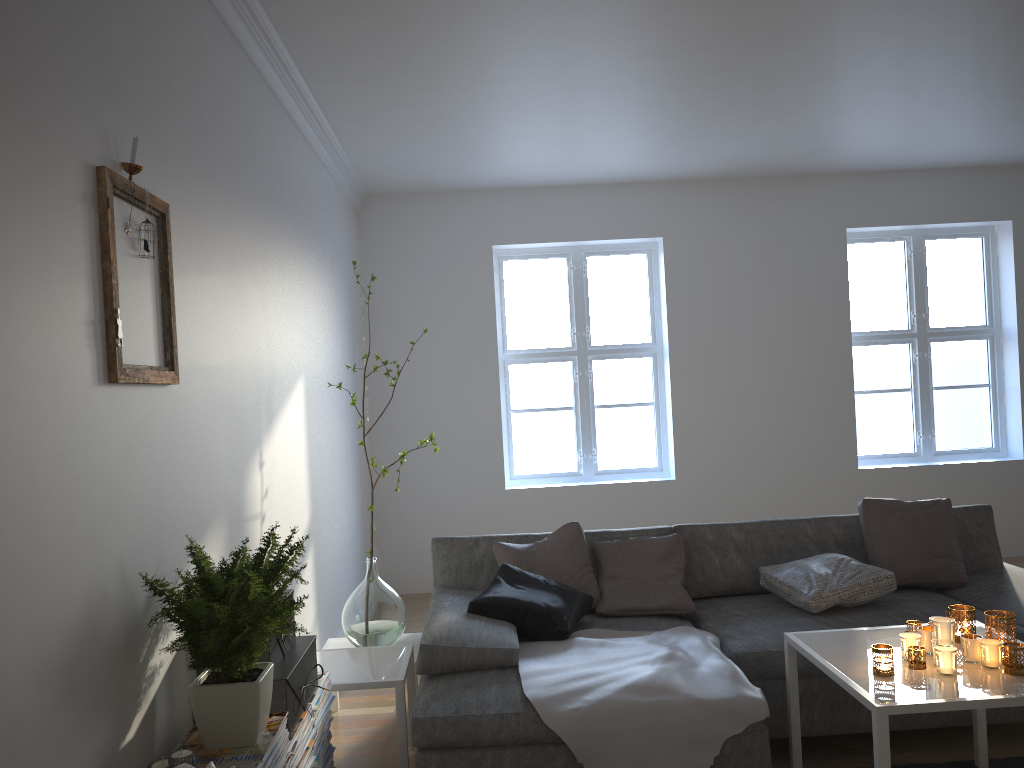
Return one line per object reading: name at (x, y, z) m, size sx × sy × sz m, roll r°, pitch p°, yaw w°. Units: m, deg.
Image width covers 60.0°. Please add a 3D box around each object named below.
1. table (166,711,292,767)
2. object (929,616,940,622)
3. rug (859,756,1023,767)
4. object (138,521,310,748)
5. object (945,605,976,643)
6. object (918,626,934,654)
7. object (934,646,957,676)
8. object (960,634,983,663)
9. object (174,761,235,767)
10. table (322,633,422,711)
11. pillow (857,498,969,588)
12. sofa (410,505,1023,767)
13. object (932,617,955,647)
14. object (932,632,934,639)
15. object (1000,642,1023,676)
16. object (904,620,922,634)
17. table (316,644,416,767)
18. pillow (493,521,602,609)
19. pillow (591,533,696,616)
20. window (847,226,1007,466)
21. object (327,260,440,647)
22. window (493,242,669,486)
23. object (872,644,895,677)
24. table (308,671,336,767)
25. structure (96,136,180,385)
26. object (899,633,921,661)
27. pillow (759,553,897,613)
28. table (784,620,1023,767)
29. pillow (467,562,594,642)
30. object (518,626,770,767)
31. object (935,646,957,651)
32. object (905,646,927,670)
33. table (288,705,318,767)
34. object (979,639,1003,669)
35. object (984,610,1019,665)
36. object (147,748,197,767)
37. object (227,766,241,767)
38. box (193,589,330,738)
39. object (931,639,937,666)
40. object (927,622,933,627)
table at (-0.663, 1.135, 2.110) m, size 0.246 × 0.596 × 0.321 m, roll -3°, pitch 0°, yaw -2°
object at (1.374, 0.791, 2.848) m, size 0.060 × 0.073 × 0.060 m, roll -3°, pitch 0°, yaw -40°
rug at (0.937, 1.339, 2.027) m, size 2.015 × 0.055 × 2.111 m, roll -3°, pitch 0°, yaw -2°
object at (-0.658, 0.602, 2.105) m, size 0.368 × 0.527 × 0.438 m, roll -3°, pitch 0°, yaw -2°
object at (1.447, 0.771, 2.849) m, size 0.080 × 0.104 × 0.080 m, roll -3°, pitch 0°, yaw -12°
object at (1.291, 0.794, 2.748) m, size 0.060 × 0.073 × 0.060 m, roll -3°, pitch 0°, yaw 23°
object at (1.249, 0.795, 2.550) m, size 0.060 × 0.073 × 0.060 m, roll -3°, pitch 0°, yaw -22°
object at (1.372, 0.789, 2.644) m, size 0.060 × 0.073 × 0.060 m, roll -3°, pitch 0°, yaw -13°
object at (-0.617, 0.779, 1.613) m, size 0.137 × 0.150 × 0.311 m, roll -3°, pitch 0°, yaw 28°
table at (-0.594, 1.285, 3.758) m, size 0.423 × 0.319 × 0.437 m, roll -3°, pitch 0°, yaw -2°
pillow at (1.751, 0.691, 3.880) m, size 0.426 × 0.390 × 0.242 m, roll -3°, pitch 0°, yaw -1°
sofa at (0.978, 0.998, 3.447) m, size 2.632 × 0.772 × 1.555 m, roll -3°, pitch 0°, yaw -2°
object at (1.257, 0.722, 2.579) m, size 0.060 × 0.073 × 0.060 m, roll -3°, pitch 0°, yaw 14°
object at (1.306, 0.793, 2.683) m, size 0.060 × 0.073 × 0.060 m, roll -3°, pitch 0°, yaw 44°
object at (1.432, 0.782, 2.523) m, size 0.060 × 0.079 × 0.060 m, roll -3°, pitch 0°, yaw -12°
object at (1.289, 0.798, 2.848) m, size 0.047 × 0.068 × 0.054 m, roll -3°, pitch 0°, yaw -42°
table at (-0.579, 1.234, 3.254) m, size 0.423 × 0.412 × 0.437 m, roll -3°, pitch 0°, yaw -2°
pillow at (0.154, 0.811, 3.827) m, size 0.429 × 0.403 × 0.324 m, roll -3°, pitch 0°, yaw -15°
pillow at (0.553, 0.818, 3.785) m, size 0.414 × 0.311 × 0.337 m, roll -3°, pitch 0°, yaw 3°
window at (3.004, -0.280, 6.546) m, size 1.201 × 1.710 × 0.077 m, roll -3°, pitch 1°, yaw -2°
object at (-0.493, 0.282, 3.645) m, size 0.339 × 1.674 × 0.776 m, roll -4°, pitch 1°, yaw -43°
window at (0.500, -0.146, 6.461) m, size 1.201 × 1.710 × 0.077 m, roll -3°, pitch 1°, yaw -2°
object at (1.077, 0.802, 2.575) m, size 0.060 × 0.079 × 0.060 m, roll -3°, pitch 0°, yaw -8°
table at (-0.682, 1.189, 2.734) m, size 0.246 × 0.499 × 0.327 m, roll -3°, pitch 0°, yaw -2°
structure at (-0.874, -0.288, 2.102) m, size 0.053 × 0.575 × 0.398 m, roll -3°, pitch 0°, yaw -5°
object at (1.208, 0.798, 2.688) m, size 0.060 × 0.073 × 0.060 m, roll -3°, pitch 0°, yaw 23°
pillow at (1.299, 0.821, 3.660) m, size 0.404 × 0.194 × 0.406 m, roll -3°, pitch 0°, yaw -15°
table at (1.293, 1.083, 2.696) m, size 0.674 × 0.504 × 0.715 m, roll -3°, pitch 0°, yaw -2°
pillow at (0.080, 0.860, 3.473) m, size 0.401 × 0.248 × 0.421 m, roll -3°, pitch 0°, yaw 18°
object at (0.395, 1.134, 2.990) m, size 0.812 × 0.437 × 0.725 m, roll -3°, pitch 0°, yaw -3°
object at (1.249, 0.793, 2.550) m, size 0.056 × 0.066 × 0.056 m, roll -3°, pitch 0°, yaw -40°
object at (1.192, 0.806, 2.612) m, size 0.050 × 0.058 × 0.052 m, roll -3°, pitch 0°, yaw -33°
table at (-0.671, 1.186, 2.419) m, size 0.246 × 0.499 × 0.327 m, roll -3°, pitch 0°, yaw -2°
object at (1.398, 0.788, 2.585) m, size 0.060 × 0.073 × 0.060 m, roll -3°, pitch 0°, yaw -13°
object at (1.453, 0.752, 2.631) m, size 0.087 × 0.140 × 0.090 m, roll -3°, pitch 0°, yaw -32°
object at (-0.683, 0.791, 1.781) m, size 0.123 × 0.134 × 0.062 m, roll -3°, pitch 0°, yaw 39°
object at (-0.602, 0.831, 1.848) m, size 0.099 × 0.046 × 0.104 m, roll -3°, pitch 0°, yaw 44°
box at (-0.696, 0.780, 2.531) m, size 0.298 × 0.316 × 0.419 m, roll -3°, pitch 0°, yaw -2°
object at (1.271, 0.795, 2.613) m, size 0.060 × 0.073 × 0.060 m, roll -3°, pitch 0°, yaw -22°
object at (1.341, 0.792, 2.789) m, size 0.060 × 0.073 × 0.060 m, roll -3°, pitch 0°, yaw 23°
